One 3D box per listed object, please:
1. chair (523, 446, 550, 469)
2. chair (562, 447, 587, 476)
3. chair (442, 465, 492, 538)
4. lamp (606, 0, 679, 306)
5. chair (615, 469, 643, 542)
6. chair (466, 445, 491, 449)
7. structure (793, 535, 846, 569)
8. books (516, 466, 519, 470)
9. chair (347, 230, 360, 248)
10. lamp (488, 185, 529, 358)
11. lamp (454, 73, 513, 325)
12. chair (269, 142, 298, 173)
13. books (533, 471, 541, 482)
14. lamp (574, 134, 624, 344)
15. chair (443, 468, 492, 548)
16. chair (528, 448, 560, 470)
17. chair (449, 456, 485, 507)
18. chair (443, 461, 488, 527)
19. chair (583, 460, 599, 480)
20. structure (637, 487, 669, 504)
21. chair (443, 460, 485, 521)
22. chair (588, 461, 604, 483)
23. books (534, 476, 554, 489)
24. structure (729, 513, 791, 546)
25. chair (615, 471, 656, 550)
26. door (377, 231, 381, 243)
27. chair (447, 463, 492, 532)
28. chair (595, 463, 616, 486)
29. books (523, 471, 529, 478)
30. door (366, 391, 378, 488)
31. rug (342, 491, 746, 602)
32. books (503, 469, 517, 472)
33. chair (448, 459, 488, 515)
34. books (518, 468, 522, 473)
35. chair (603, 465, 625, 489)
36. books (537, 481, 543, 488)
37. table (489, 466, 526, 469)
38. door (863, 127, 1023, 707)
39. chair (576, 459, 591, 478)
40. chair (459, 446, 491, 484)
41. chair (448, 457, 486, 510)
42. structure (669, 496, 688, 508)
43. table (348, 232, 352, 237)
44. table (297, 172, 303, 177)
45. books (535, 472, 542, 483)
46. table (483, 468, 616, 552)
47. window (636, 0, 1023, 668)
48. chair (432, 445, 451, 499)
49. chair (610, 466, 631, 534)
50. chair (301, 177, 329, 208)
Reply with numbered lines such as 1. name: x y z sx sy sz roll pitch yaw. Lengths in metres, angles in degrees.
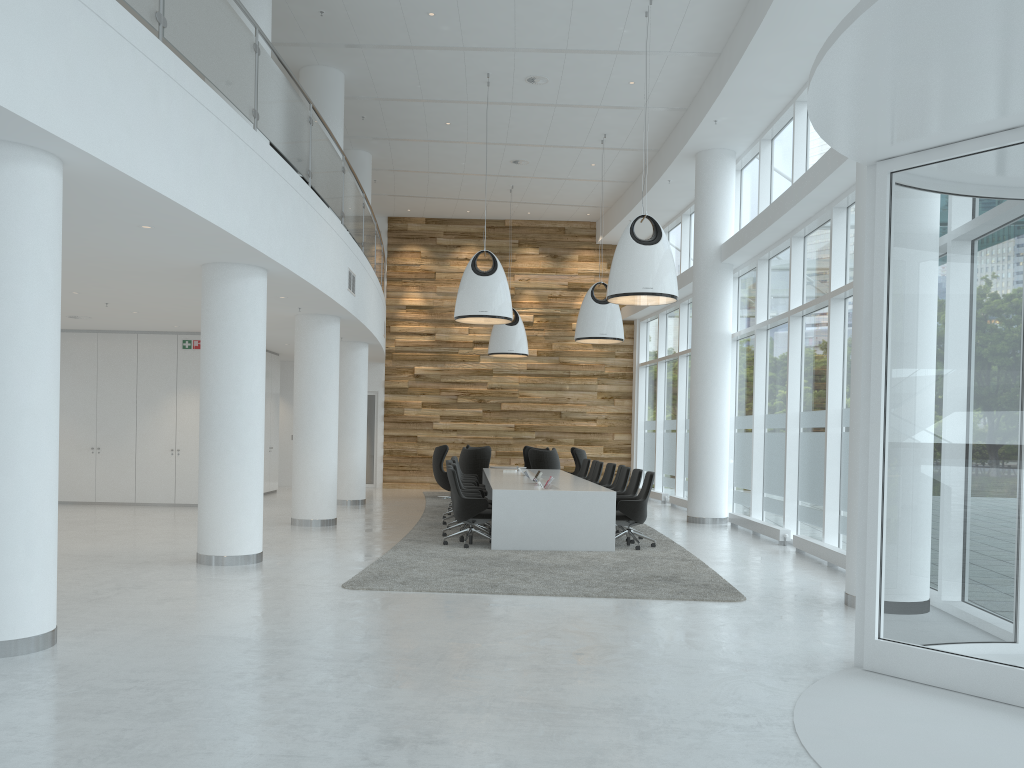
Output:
1. chair: 0.451 1.981 20.165 0.913 1.153 0.918 1 -1 17
2. chair: 1.164 1.942 19.212 0.917 1.153 0.914 1 -1 -13
3. chair: -0.595 1.588 11.966 0.674 0.967 0.685 1 -1 -3
4. lamp: 1.640 -2.848 10.901 0.883 3.649 0.884 2 1 43
5. chair: 1.461 1.637 12.085 0.674 0.967 0.685 1 -1 -3
6. chair: -0.713 1.953 20.102 0.915 1.153 0.917 2 -1 -43
7. structure: 3.601 1.944 9.910 0.150 0.213 2.692 1 -3 2
8. books: 0.156 1.657 16.619 0.153 0.241 0.182 1 -1 -3
9. chair: -3.142 -2.323 15.882 0.914 1.153 0.917 1 -1 -12
10. lamp: -0.046 -2.422 19.056 0.883 3.649 0.884 2 1 36
11. lamp: -0.388 -2.760 13.207 0.883 3.649 0.884 2 1 42
12. chair: -2.976 -2.629 10.416 0.914 1.153 0.917 1 -1 -12
13. books: 0.381 1.500 14.174 0.139 0.229 0.357 1 -2 -3
14. lamp: 1.587 -2.576 15.730 0.883 3.649 0.884 2 1 40
15. chair: -0.517 1.540 11.093 0.674 0.967 0.685 1 -1 -8
16. chair: 0.549 1.868 18.136 0.915 1.153 0.917 2 -1 -43
17. chair: -0.841 1.849 16.689 0.674 0.967 0.685 1 -1 2
18. chair: -0.713 1.673 13.512 0.674 0.967 0.685 1 -1 -8
19. chair: 1.254 1.854 15.995 0.674 0.967 0.685 1 -1 -3
20. structure: 3.110 2.513 20.155 0.150 0.213 2.691 1 -3 -7
21. chair: -0.773 1.715 14.295 0.674 0.967 0.685 1 -1 2
22. chair: 1.251 1.808 15.180 0.674 0.967 0.685 1 -1 -3
23. books: 0.442 1.417 12.250 0.230 0.275 0.597 1 -3 17
24. structure: 3.622 2.124 13.087 0.150 0.213 2.691 1 -3 -1
25. chair: 1.500 1.592 11.272 0.674 0.967 0.685 1 -1 2
26. door: -4.147 -2.596 21.981 1.805 2.402 0.132 1 1 -1
27. chair: -0.592 1.634 12.781 0.674 0.967 0.685 1 -1 -3
28. chair: 1.373 1.769 14.449 0.674 0.967 0.685 1 -1 -8
29. books: 0.266 1.539 14.525 0.153 0.238 0.190 1 -1 -3
30. door: -4.230 1.368 22.031 1.805 2.402 0.132 1 1 -1
31. rug: 0.163 2.225 14.321 3.939 0.010 13.459 1 -3 -2
32. books: -0.036 1.562 15.998 0.224 0.026 0.264 1 -3 7
33. chair: -0.750 1.759 15.059 0.674 0.967 0.685 1 -1 -3
34. books: 0.179 1.646 16.282 0.139 0.223 0.162 1 -1 -3
35. chair: 1.432 1.726 13.666 0.674 0.967 0.685 1 -1 2
36. books: 0.404 1.399 11.753 0.143 0.226 0.203 1 -1 -4
37. table: -0.096 2.133 19.114 0.799 0.696 0.800 1 -2 22
38. door: 3.514 0.138 3.846 2.995 3.111 2.999 1 -1 7
39. chair: 1.176 1.902 16.868 0.674 0.967 0.685 1 -1 -8
40. chair: -0.634 1.842 18.103 0.913 1.153 0.918 1 -1 17
41. chair: -0.802 1.804 15.876 0.674 0.967 0.685 1 -1 -3
42. structure: 3.428 2.342 17.011 0.150 0.213 2.691 1 -3 -4
43. table: -3.097 -2.169 15.005 0.799 0.754 0.800 0 -2 37
44. table: -2.953 -2.378 11.247 0.799 0.754 0.799 2 -1 -13
45. books: 0.395 1.520 14.194 0.158 0.241 0.352 1 -2 -3
46. table: 0.341 1.839 13.986 1.500 0.739 6.562 1 -3 -3
47. window: -16.838 -1.024 17.578 62.878 6.142 30.857 -1 -4 37
48. chair: -1.252 1.883 19.062 0.917 1.153 0.914 1 -1 -13
49. chair: 1.409 1.683 12.902 0.674 0.967 0.685 1 -1 -3
50. chair: -2.953 -2.532 12.125 0.914 1.153 0.917 1 -1 -9
